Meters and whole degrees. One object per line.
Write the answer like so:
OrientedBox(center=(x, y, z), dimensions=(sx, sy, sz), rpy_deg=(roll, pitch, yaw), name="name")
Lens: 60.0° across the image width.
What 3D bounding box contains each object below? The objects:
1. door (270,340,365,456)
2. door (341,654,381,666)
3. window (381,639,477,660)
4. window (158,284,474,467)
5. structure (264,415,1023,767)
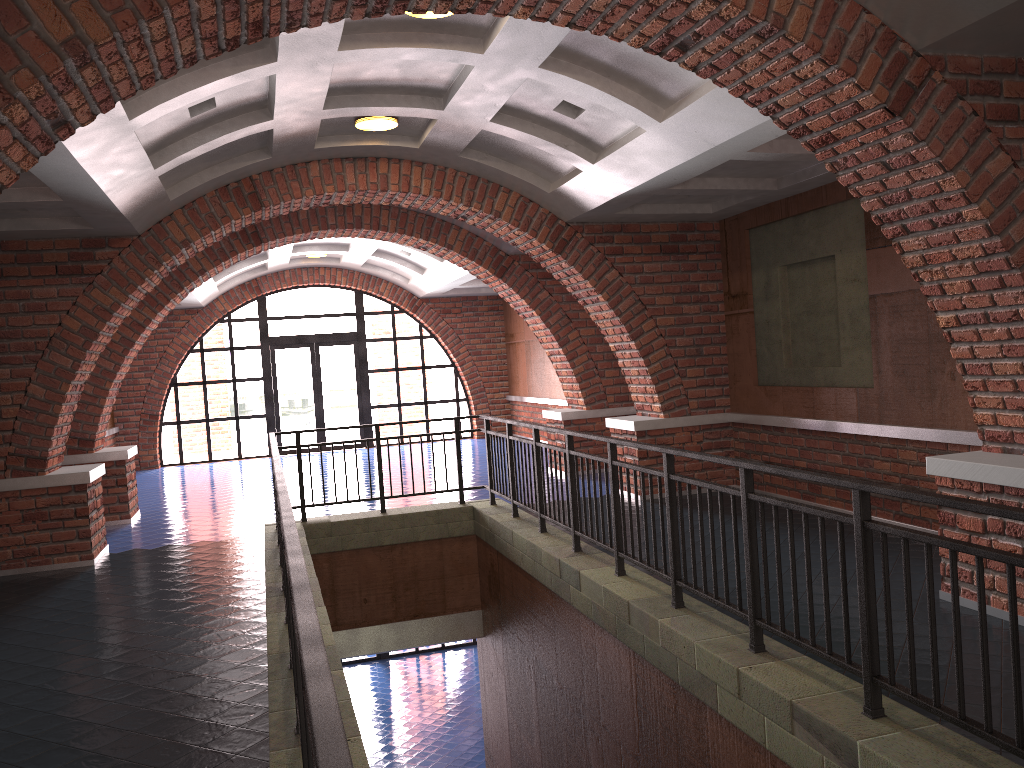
OrientedBox(center=(-3.949, 0.267, 18.079), dimensions=(1.754, 2.236, 0.040), rpy_deg=(-4, 2, -16), name="door")
OrientedBox(center=(-3.645, 4.705, 18.198), dimensions=(1.754, 2.236, 0.040), rpy_deg=(-4, 2, -16), name="door")
OrientedBox(center=(-3.635, 4.083, 18.190), dimensions=(6.353, 3.471, 0.100), rpy_deg=(-4, 2, -16), name="window")
OrientedBox(center=(-3.935, -0.303, 18.072), dimensions=(6.353, 3.471, 0.100), rpy_deg=(-4, 2, -16), name="window")
OrientedBox(center=(0.268, 3.277, 4.183), dimensions=(2.464, 5.665, 11.177), rpy_deg=(-4, 2, -16), name="structure")
